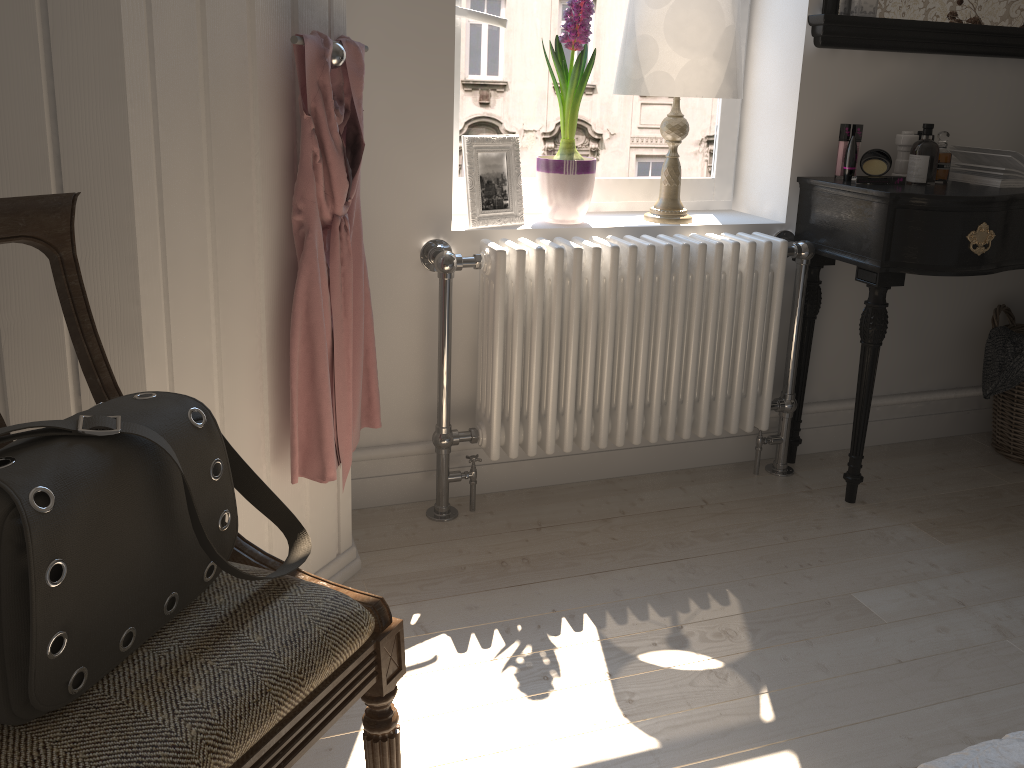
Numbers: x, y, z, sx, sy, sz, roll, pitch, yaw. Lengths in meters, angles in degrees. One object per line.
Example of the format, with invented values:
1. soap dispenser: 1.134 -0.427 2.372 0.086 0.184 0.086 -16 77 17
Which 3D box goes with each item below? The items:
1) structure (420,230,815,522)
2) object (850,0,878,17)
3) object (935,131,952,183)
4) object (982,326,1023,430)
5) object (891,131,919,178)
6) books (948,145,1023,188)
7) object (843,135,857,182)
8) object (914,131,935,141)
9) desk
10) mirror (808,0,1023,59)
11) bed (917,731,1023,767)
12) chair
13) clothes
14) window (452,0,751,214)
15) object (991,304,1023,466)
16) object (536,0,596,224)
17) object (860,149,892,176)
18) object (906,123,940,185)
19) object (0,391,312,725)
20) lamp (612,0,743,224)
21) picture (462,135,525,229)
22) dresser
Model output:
1. structure: 0.301 -0.039 2.279 1.069 0.666 0.169 -4 15 -19
2. object: 0.927 -1.021 2.311 0.072 0.118 0.038 -2 15 -14
3. object: 1.148 -0.607 2.364 0.054 0.135 0.055 7 15 19
4. object: 1.563 0.013 2.605 0.367 0.324 0.310 -4 17 -18
5. object: 1.074 -0.623 2.411 0.058 0.131 0.058 11 17 30
6. books: 1.368 -0.599 2.425 0.279 0.093 0.232 -4 19 -17
7. object: 0.893 -0.595 2.325 0.031 0.117 0.056 7 15 18
8. object: 1.139 -0.637 2.461 0.058 0.131 0.058 11 17 30
9. desk: 1.356 -0.148 2.481 1.107 0.804 0.446 -4 16 -19
10. mirror: 1.319 -1.190 2.405 1.120 0.559 0.068 -4 15 -19
11. bed: 1.507 0.583 0.630 2.215 0.617 2.001 -4 19 -18
12. chair: -0.463 0.286 0.920 0.541 0.870 0.530 9 17 25
13. clothes: -0.337 -0.214 1.684 0.092 0.856 0.337 4 15 10
14. window: 0.253 -1.331 2.297 0.951 1.742 0.113 -3 15 -19
15. object: 1.631 0.013 2.628 0.394 0.422 0.402 5 17 12
16. object: 0.145 -0.703 2.263 0.157 0.564 0.159 -7 17 -33
17. object: 0.963 -0.579 2.337 0.080 0.084 0.084 8 17 20
18. object: 1.082 -0.603 2.315 0.070 0.154 0.072 -5 16 -24
19. object: -0.398 0.132 0.901 0.214 0.242 0.408 9 19 24
20. lamp: 0.435 -0.755 2.332 0.339 0.637 0.349 0 15 -7
21. picture: -0.043 -0.504 2.197 0.178 0.220 0.050 -11 19 -38
22. dresser: -0.731 -0.766 1.427 1.026 2.524 0.717 -3 15 -19
